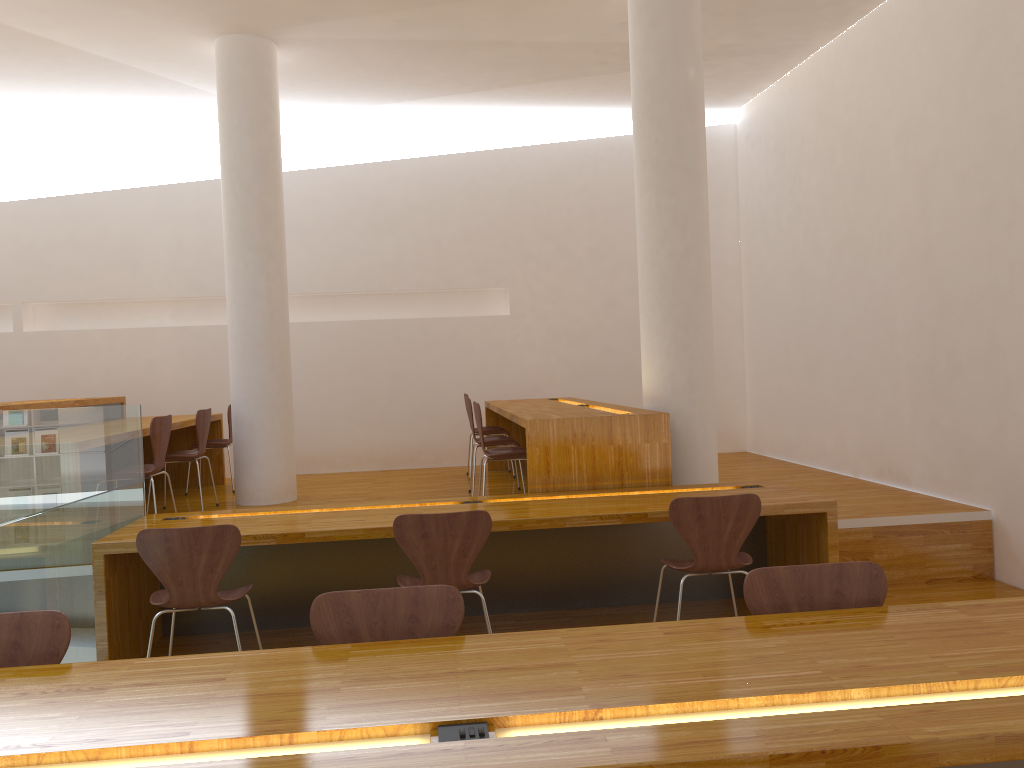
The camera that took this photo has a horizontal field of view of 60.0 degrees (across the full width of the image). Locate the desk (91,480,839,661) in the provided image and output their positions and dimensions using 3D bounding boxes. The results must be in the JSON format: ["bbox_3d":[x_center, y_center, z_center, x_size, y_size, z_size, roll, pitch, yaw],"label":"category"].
[{"bbox_3d":[-0.164,0.883,4.165,3.185,0.606,0.760,-2,1,-6],"label":"desk"}]

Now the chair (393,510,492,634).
[{"bbox_3d":[-0.277,0.848,3.663,0.428,0.693,0.381,-2,1,-6],"label":"chair"}]

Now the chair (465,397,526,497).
[{"bbox_3d":[-0.120,0.432,6.192,0.381,0.693,0.428,-2,1,-6],"label":"chair"}]

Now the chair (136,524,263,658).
[{"bbox_3d":[-1.243,0.888,3.568,0.428,0.693,0.381,-2,1,-6],"label":"chair"}]

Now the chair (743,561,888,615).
[{"bbox_3d":[0.828,0.826,2.177,0.428,0.693,0.381,-2,1,-6],"label":"chair"}]

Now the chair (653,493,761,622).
[{"bbox_3d":[0.832,0.800,3.811,0.428,0.693,0.381,-2,1,-6],"label":"chair"}]

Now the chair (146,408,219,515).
[{"bbox_3d":[-2.233,0.522,5.984,0.381,0.693,0.428,-2,1,-6],"label":"chair"}]

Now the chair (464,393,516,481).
[{"bbox_3d":[-0.192,0.418,7.309,0.381,0.693,0.428,-2,1,-6],"label":"chair"}]

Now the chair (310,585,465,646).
[{"bbox_3d":[-0.289,0.872,2.106,0.428,0.693,0.381,-2,1,-6],"label":"chair"}]

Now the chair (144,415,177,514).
[{"bbox_3d":[-2.138,0.533,5.018,0.381,0.693,0.428,-2,1,-6],"label":"chair"}]

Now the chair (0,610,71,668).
[{"bbox_3d":[-1.254,0.913,2.011,0.428,0.693,0.381,-2,1,-6],"label":"chair"}]

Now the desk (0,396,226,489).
[{"bbox_3d":[-3.048,0.512,5.844,1.527,0.785,3.243,-2,1,-6],"label":"desk"}]

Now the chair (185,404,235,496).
[{"bbox_3d":[-2.381,0.511,7.094,0.381,0.693,0.428,-2,1,-6],"label":"chair"}]

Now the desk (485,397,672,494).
[{"bbox_3d":[0.307,0.453,6.210,0.760,0.606,3.185,-2,1,-6],"label":"desk"}]

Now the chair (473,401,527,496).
[{"bbox_3d":[-0.025,0.444,5.225,0.381,0.693,0.428,-2,1,-6],"label":"chair"}]

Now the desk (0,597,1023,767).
[{"bbox_3d":[-0.086,1.078,1.514,3.236,0.918,1.285,-2,1,-6],"label":"desk"}]
